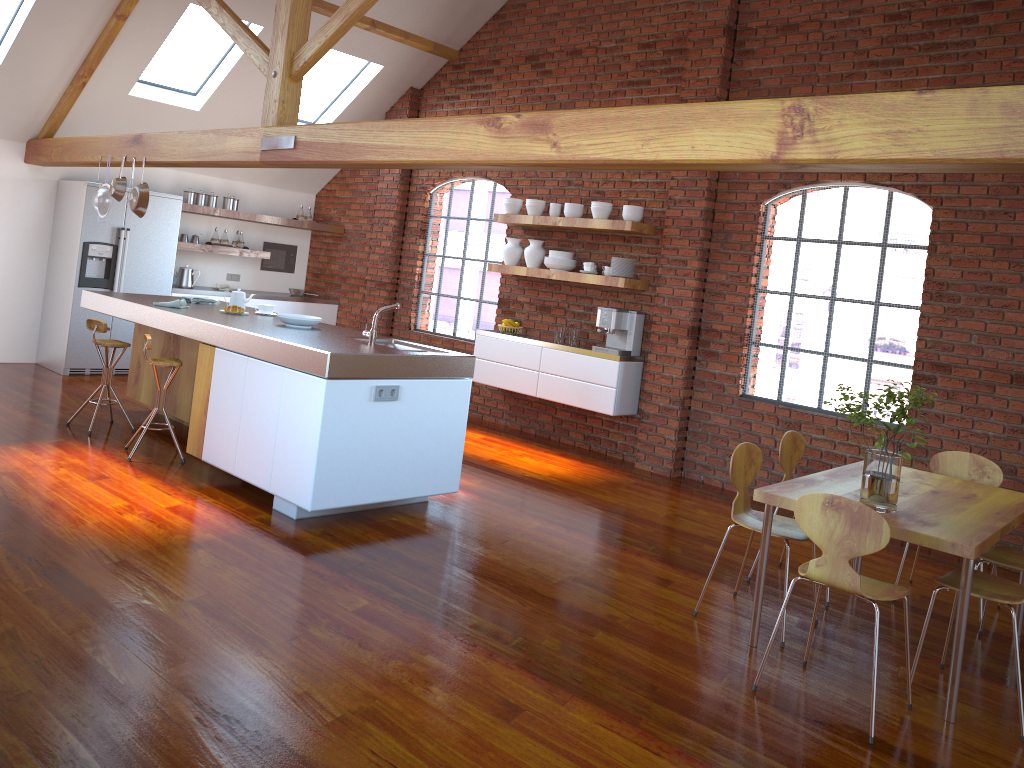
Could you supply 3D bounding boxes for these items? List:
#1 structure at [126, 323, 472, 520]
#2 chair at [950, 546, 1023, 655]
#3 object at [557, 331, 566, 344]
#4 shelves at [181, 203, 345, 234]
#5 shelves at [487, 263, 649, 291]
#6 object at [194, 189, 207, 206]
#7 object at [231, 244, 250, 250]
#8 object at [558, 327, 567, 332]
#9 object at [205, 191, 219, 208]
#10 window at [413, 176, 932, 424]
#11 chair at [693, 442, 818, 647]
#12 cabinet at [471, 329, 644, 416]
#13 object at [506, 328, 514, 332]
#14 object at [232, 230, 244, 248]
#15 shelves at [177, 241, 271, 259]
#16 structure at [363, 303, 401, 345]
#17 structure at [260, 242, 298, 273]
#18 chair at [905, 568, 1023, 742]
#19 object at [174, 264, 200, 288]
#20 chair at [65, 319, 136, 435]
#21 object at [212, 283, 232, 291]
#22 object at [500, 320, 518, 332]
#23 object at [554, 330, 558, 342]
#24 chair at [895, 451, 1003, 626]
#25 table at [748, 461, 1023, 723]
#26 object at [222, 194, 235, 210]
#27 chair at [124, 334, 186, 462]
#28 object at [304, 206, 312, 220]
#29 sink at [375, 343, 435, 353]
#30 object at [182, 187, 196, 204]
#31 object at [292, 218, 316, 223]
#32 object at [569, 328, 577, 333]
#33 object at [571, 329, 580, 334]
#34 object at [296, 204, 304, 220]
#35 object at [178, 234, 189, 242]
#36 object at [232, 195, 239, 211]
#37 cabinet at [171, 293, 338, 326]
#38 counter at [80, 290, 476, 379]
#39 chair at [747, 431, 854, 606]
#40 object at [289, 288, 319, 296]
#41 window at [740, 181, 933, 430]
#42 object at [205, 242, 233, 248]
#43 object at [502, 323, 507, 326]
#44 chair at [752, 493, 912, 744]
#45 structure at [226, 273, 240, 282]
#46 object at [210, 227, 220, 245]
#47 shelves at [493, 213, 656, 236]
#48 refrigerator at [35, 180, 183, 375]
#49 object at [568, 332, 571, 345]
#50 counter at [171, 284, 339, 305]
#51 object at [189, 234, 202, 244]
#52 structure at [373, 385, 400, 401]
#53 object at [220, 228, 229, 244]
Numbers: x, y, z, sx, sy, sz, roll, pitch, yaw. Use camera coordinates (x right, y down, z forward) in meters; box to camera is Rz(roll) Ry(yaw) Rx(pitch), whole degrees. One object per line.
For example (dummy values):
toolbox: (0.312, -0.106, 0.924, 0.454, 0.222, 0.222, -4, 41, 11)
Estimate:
structure: (-1.743, 0.089, 5.780, 3.152, 0.764, 1.018, 13, 7, 43)
chair: (2.214, 0.818, 3.785, 0.415, 0.758, 0.436, 8, 2, 43)
object: (0.414, -0.391, 7.448, 0.077, 0.104, 0.078, 6, 2, -17)
shelves: (-2.834, -1.811, 9.602, 0.661, 0.076, 1.969, 13, 9, 42)
shelves: (0.446, -0.931, 7.589, 1.552, 0.076, 0.336, 13, 9, 43)
object: (-3.220, -1.924, 9.090, 0.129, 0.177, 0.126, 9, 3, 38)
object: (-2.953, -1.480, 9.477, 0.194, 0.033, 0.226, 2, 9, -37)
object: (0.419, -0.429, 7.448, 0.077, 0.104, 0.078, 6, 2, -17)
object: (-3.143, -1.929, 9.208, 0.129, 0.177, 0.126, 9, 3, 38)
window: (3.431, -0.497, 8.217, 17.573, 9.906, 3.608, 10, 2, 33)
chair: (1.133, 0.670, 3.915, 0.415, 0.758, 0.436, 8, 2, 38)
cabinet: (0.348, -0.125, 7.587, 1.639, 0.474, 0.335, 13, 6, 43)
object: (-0.015, -0.499, 7.935, 0.077, 0.065, 0.076, 6, 4, -14)
object: (-2.944, -1.563, 9.478, 0.093, 0.192, 0.204, 6, 3, -38)
shelves: (-3.190, -1.428, 9.269, 0.661, 0.076, 1.061, 13, 9, 42)
structure: (-0.751, -0.355, 5.096, 0.100, 0.248, 0.199, 8, 2, 43)
structure: (-2.714, -1.472, 10.267, 0.013, 0.334, 0.454, 7, 3, 43)
chair: (1.816, 0.825, 3.332, 0.415, 0.758, 0.436, 8, 2, 43)
object: (-3.352, -1.108, 9.015, 0.301, 0.238, 0.182, 6, 3, -16)
chair: (-2.793, -0.068, 6.078, 0.341, 0.750, 0.336, 8, 1, 38)
object: (-3.085, -1.031, 9.353, 0.203, 0.061, 0.198, 4, 7, -25)
object: (-0.018, -0.518, 7.898, 0.176, 0.094, 0.064, 6, 2, -10)
object: (0.390, -0.408, 7.574, 0.078, 0.104, 0.078, 8, 2, 13)
chair: (2.243, 0.738, 4.469, 0.442, 0.758, 0.409, 8, 2, 38)
table: (1.719, 0.803, 3.876, 0.824, 0.642, 1.464, 10, 7, 39)
object: (-2.977, -1.913, 9.243, 0.129, 0.177, 0.126, 9, 3, 38)
chair: (-2.193, 0.075, 5.506, 0.336, 0.750, 0.341, 6, 1, -27)
object: (-2.321, -1.942, 10.050, 0.093, 0.192, 0.093, 7, 1, -4)
sink: (-0.659, -0.105, 5.206, 0.619, 0.199, 0.406, 13, 8, 42)
object: (-3.294, -1.919, 8.977, 0.129, 0.177, 0.126, 9, 3, 38)
object: (-2.367, -1.859, 10.008, 0.197, 0.033, 0.223, 13, 9, 41)
object: (0.517, -0.426, 7.516, 0.077, 0.104, 0.078, 6, 2, -17)
object: (0.526, -0.407, 7.376, 0.077, 0.104, 0.079, 5, 3, -35)
object: (-2.392, -1.941, 9.969, 0.092, 0.191, 0.094, 6, 1, -35)
object: (-3.349, -1.491, 8.981, 0.106, 0.081, 0.107, 6, 5, -18)
object: (-2.992, -1.938, 9.438, 0.129, 0.177, 0.126, 9, 3, 38)
cabinet: (-2.964, -0.555, 9.581, 0.718, 0.816, 1.975, 10, 6, 43)
counter: (-1.692, -0.362, 5.774, 3.176, 0.130, 1.019, 13, 9, 43)
chair: (1.524, 0.647, 4.491, 0.415, 0.758, 0.436, 8, 2, 38)
object: (-2.392, -1.034, 10.036, 0.350, 0.074, 0.194, 10, 7, 23)
window: (2.271, -0.609, 6.201, 1.280, 1.670, 0.083, 9, 1, 43)
object: (-3.090, -1.473, 9.285, 0.197, 0.033, 0.223, 13, 9, 41)
object: (-0.063, -0.539, 7.951, 0.045, 0.053, 0.051, 9, 4, 31)
chair: (1.210, 0.768, 3.189, 0.442, 0.758, 0.409, 8, 2, 43)
structure: (-3.129, -1.195, 9.864, 0.033, 0.080, 0.159, 8, 5, 43)
object: (-3.115, -1.556, 9.245, 0.092, 0.191, 0.094, 6, 1, -35)
shelves: (0.501, -1.381, 7.591, 1.552, 0.076, 0.336, 13, 9, 43)
refrigerator: (-3.872, -1.013, 8.503, 0.788, 1.772, 0.906, 8, 2, 43)
object: (0.512, -0.387, 7.516, 0.077, 0.104, 0.078, 6, 2, -17)
counter: (-2.911, -0.984, 9.582, 0.722, 0.044, 1.975, 13, 9, 42)
object: (-3.267, -1.501, 9.067, 0.106, 0.100, 0.107, 7, 4, -5)
structure: (-0.666, 0.046, 4.625, 0.033, 0.080, 0.159, 8, 5, 43)
object: (-3.044, -1.556, 9.327, 0.093, 0.192, 0.093, 7, 1, -4)
